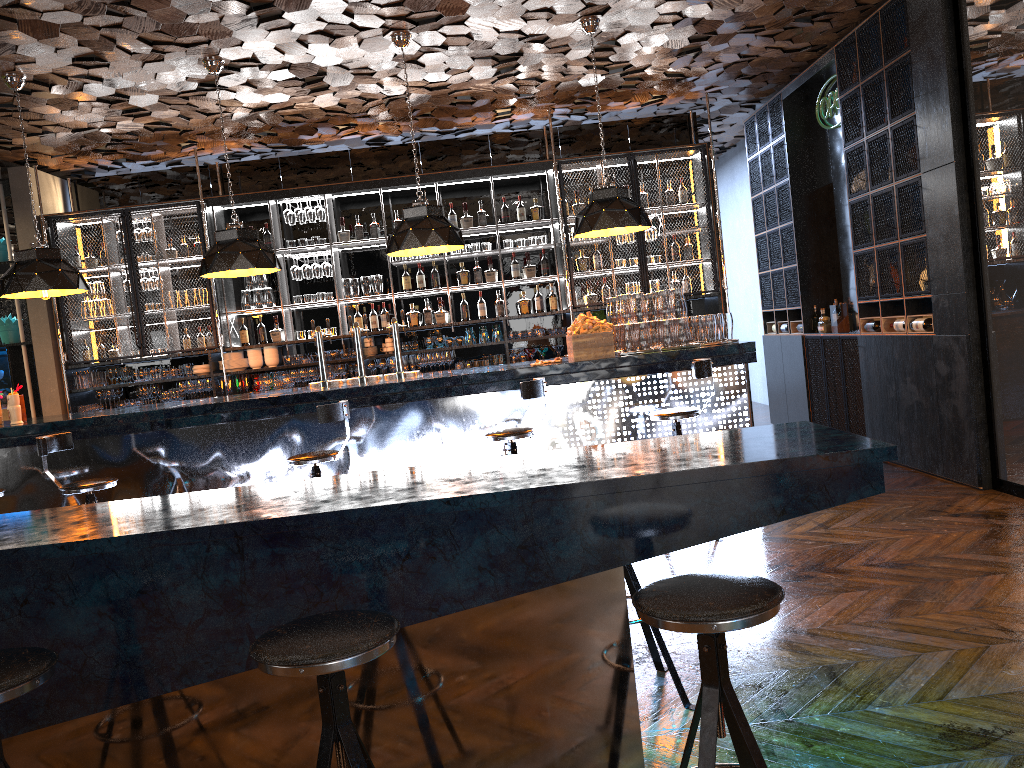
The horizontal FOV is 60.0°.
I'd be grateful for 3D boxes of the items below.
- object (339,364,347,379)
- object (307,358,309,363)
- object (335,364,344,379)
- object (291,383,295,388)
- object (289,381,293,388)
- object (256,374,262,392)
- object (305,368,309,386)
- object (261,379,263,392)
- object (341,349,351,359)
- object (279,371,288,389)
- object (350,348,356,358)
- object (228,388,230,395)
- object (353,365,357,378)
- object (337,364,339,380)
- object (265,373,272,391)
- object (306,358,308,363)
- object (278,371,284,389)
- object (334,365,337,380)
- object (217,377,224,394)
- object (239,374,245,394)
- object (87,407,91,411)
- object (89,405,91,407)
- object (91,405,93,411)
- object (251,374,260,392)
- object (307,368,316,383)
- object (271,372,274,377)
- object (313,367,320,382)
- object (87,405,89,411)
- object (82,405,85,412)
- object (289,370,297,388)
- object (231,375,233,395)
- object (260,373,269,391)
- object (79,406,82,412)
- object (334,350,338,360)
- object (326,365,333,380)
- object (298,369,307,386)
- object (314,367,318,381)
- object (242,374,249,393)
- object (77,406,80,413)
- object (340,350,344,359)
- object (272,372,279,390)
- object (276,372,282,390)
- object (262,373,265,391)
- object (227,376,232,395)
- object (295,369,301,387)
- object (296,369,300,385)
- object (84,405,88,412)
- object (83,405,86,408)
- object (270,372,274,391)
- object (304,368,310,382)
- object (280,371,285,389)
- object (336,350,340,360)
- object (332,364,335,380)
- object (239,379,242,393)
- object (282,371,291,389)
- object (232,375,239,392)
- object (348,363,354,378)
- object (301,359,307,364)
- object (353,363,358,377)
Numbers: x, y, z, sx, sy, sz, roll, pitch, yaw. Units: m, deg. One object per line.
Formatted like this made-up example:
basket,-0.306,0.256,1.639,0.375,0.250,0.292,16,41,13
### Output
object,-1.725,-0.096,9.114,0.092,0.218,0.092,-9,4,-40
object,-2.104,-0.239,9.101,0.049,0.048,0.044,-7,3,-13
object,-1.739,-0.088,9.006,0.092,0.218,0.092,-9,4,-40
object,-2.299,-0.036,9.243,0.082,0.213,0.082,-7,3,-10
object,-2.299,-0.031,9.155,0.082,0.213,0.082,-7,3,-13
object,-2.585,0.007,9.062,0.082,0.213,0.082,-7,3,-9
object,-2.116,-0.051,9.106,0.084,0.216,0.084,-7,3,-9
object,-2.585,0.002,9.149,0.082,0.213,0.082,-9,4,-41
object,-1.680,-0.304,8.976,0.095,0.096,0.095,-8,4,-27
object,-2.302,-0.020,8.975,0.082,0.213,0.082,-5,4,29
object,-1.612,-0.316,9.049,0.095,0.096,0.095,-5,4,23
object,-2.915,0.032,9.119,0.073,0.229,0.073,-7,3,-12
object,-1.610,-0.111,9.146,0.071,0.217,0.071,-6,3,7
object,-1.820,-0.093,9.245,0.092,0.218,0.092,-9,4,-40
object,-2.494,-0.003,9.060,0.082,0.213,0.082,-8,4,-25
object,-2.111,-0.235,9.051,0.044,0.048,0.049,-4,4,31
object,-2.396,-0.020,9.153,0.082,0.213,0.082,-5,4,31
object,-1.824,-0.086,9.137,0.092,0.218,0.092,-9,4,-40
object,-2.933,0.043,8.973,0.073,0.229,0.073,-7,3,-12
object,-2.744,0.016,9.065,0.073,0.229,0.073,-7,3,-12
object,-4.242,0.272,8.903,0.034,0.080,0.034,-6,3,12
object,-4.292,0.262,9.020,0.031,0.098,0.031,-9,4,-40
object,-4.295,0.260,9.054,0.031,0.098,0.031,-3,5,44
object,-2.586,0.012,8.972,0.082,0.213,0.082,-5,4,28
object,-2.025,-0.054,8.977,0.084,0.216,0.084,-4,4,41
object,-2.496,-0.014,9.238,0.082,0.213,0.082,-5,4,29
object,-2.032,-0.068,9.248,0.084,0.216,0.084,-5,4,21
object,-4.295,0.264,8.980,0.031,0.098,0.031,-8,4,-28
object,-4.332,0.269,8.968,0.033,0.101,0.033,-8,4,-21
object,-2.209,-0.033,8.974,0.084,0.216,0.084,-7,3,-13
object,-2.922,0.027,9.227,0.073,0.229,0.073,-7,3,-12
object,-2.497,0.002,8.974,0.082,0.213,0.082,-5,4,28
object,-4.332,0.272,8.924,0.033,0.101,0.033,-5,4,23
object,-1.828,-0.296,9.086,0.093,0.099,0.093,-8,4,-30
object,-1.837,-0.080,8.973,0.071,0.226,0.071,-8,4,-29
object,-2.115,-0.043,8.975,0.084,0.216,0.084,-6,3,14
object,-2.031,-0.061,9.114,0.084,0.216,0.084,-4,4,41
object,-2.691,0.014,8.993,0.073,0.229,0.073,-7,3,-12
object,-4.372,0.275,8.951,0.028,0.097,0.028,-7,3,-11
object,-1.709,-0.307,9.079,0.095,0.096,0.095,-6,3,-1
object,-2.393,-0.010,8.975,0.082,0.213,0.082,-4,4,32
object,-2.394,-0.015,9.063,0.082,0.213,0.082,-8,4,-22
object,-2.591,-0.003,9.237,0.082,0.213,0.082,-8,4,-25
object,-2.874,0.032,9.044,0.073,0.229,0.073,-7,3,-12
object,-2.214,-0.048,9.244,0.084,0.216,0.084,-4,4,37
object,-2.207,-0.041,9.108,0.084,0.216,0.084,-6,3,11
object,-4.292,0.266,8.942,0.031,0.098,0.031,-4,4,37
object,-4.333,0.267,9.006,0.033,0.101,0.033,-7,3,-10
object,-2.489,-0.009,9.152,0.082,0.213,0.082,-5,3,20
object,-2.122,-0.058,9.239,0.084,0.216,0.084,-7,3,-2
object,-2.396,-0.025,9.242,0.082,0.213,0.082,-7,3,-2
object,-1.825,-0.302,9.188,0.093,0.099,0.093,-7,3,-14
object,-1.839,-0.084,9.053,0.071,0.226,0.071,-8,4,-29
object,-2.801,0.019,9.129,0.073,0.229,0.073,-7,3,-12
object,-2.297,-0.026,9.066,0.082,0.213,0.082,-8,3,-20
object,-2.788,0.025,8.996,0.073,0.229,0.073,-7,3,-12
object,-1.637,-0.103,9.063,0.071,0.217,0.071,-6,3,7
object,-2.108,-0.232,8.994,0.049,0.048,0.044,-4,4,41
object,-1.574,-0.108,9.025,0.071,0.217,0.071,-6,3,7
